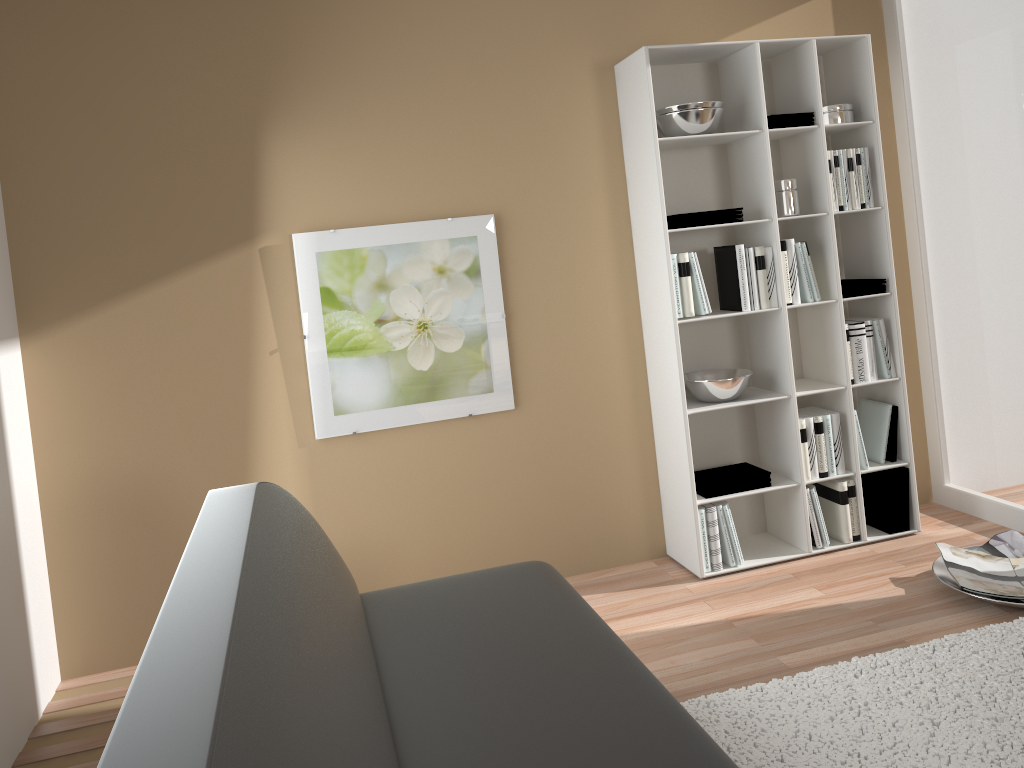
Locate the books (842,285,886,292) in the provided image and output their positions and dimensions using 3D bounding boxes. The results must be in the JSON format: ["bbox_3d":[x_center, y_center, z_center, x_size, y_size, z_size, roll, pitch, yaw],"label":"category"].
[{"bbox_3d":[1.463,-0.422,3.882,0.211,0.006,0.299,-8,8,-13],"label":"books"}]

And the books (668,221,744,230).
[{"bbox_3d":[0.785,-0.661,3.690,0.298,0.007,0.211,-8,8,-14],"label":"books"}]

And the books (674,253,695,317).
[{"bbox_3d":[0.684,-0.411,3.643,0.040,0.257,0.208,-7,4,-13],"label":"books"}]

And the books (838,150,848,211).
[{"bbox_3d":[1.378,-0.874,3.822,0.020,0.257,0.208,-7,4,-13],"label":"books"}]

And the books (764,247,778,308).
[{"bbox_3d":[1.052,-0.453,3.745,0.040,0.250,0.208,-7,4,-13],"label":"books"}]

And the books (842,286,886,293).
[{"bbox_3d":[1.464,-0.416,3.882,0.211,0.006,0.299,-8,8,-13],"label":"books"}]

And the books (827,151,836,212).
[{"bbox_3d":[1.318,-0.864,3.801,0.020,0.257,0.208,-7,4,-13],"label":"books"}]

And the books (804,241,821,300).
[{"bbox_3d":[1.245,-0.487,3.812,0.058,0.257,0.208,-7,4,-13],"label":"books"}]

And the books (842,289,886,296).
[{"bbox_3d":[1.465,-0.406,3.884,0.211,0.006,0.299,-8,8,-13],"label":"books"}]

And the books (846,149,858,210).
[{"bbox_3d":[1.421,-0.879,3.827,0.020,0.257,0.208,-7,4,-13],"label":"books"}]

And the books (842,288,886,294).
[{"bbox_3d":[1.464,-0.412,3.886,0.211,0.006,0.299,-9,8,-15],"label":"books"}]

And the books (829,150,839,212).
[{"bbox_3d":[1.337,-0.868,3.813,0.020,0.257,0.208,-7,4,-13],"label":"books"}]

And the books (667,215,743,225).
[{"bbox_3d":[0.784,-0.684,3.692,0.298,0.006,0.211,-8,8,-14],"label":"books"}]

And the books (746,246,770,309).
[{"bbox_3d":[1.013,-0.450,3.728,0.040,0.257,0.208,-7,4,-13],"label":"books"}]

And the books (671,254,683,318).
[{"bbox_3d":[0.637,-0.405,3.637,0.040,0.257,0.208,-7,4,-13],"label":"books"}]

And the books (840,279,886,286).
[{"bbox_3d":[1.461,-0.448,3.879,0.211,0.006,0.299,-8,8,-13],"label":"books"}]

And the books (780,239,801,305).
[{"bbox_3d":[1.158,-0.482,3.782,0.040,0.275,0.208,-7,4,-13],"label":"books"}]

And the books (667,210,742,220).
[{"bbox_3d":[0.780,-0.706,3.694,0.298,0.008,0.211,-8,8,-14],"label":"books"}]

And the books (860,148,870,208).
[{"bbox_3d":[1.480,-0.889,3.848,0.020,0.257,0.208,-7,4,-13],"label":"books"}]

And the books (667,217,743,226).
[{"bbox_3d":[0.782,-0.678,3.691,0.298,0.006,0.211,-9,8,-15],"label":"books"}]

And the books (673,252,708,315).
[{"bbox_3d":[0.731,-0.418,3.657,0.060,0.259,0.208,-7,4,-13],"label":"books"}]

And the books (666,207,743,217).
[{"bbox_3d":[0.784,-0.716,3.692,0.298,0.006,0.211,-8,8,-14],"label":"books"}]

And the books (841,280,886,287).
[{"bbox_3d":[1.460,-0.443,3.880,0.211,0.007,0.299,-8,8,-13],"label":"books"}]

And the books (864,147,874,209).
[{"bbox_3d":[1.501,-0.892,3.853,0.020,0.257,0.208,-7,4,-13],"label":"books"}]

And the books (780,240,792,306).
[{"bbox_3d":[1.113,-0.473,3.770,0.053,0.271,0.208,-7,4,-13],"label":"books"}]

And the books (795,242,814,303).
[{"bbox_3d":[1.206,-0.480,3.790,0.060,0.259,0.208,-7,4,-13],"label":"books"}]

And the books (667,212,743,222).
[{"bbox_3d":[0.782,-0.694,3.690,0.298,0.006,0.211,-8,8,-12],"label":"books"}]

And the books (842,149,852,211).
[{"bbox_3d":[1.399,-0.877,3.827,0.020,0.257,0.208,-7,4,-13],"label":"books"}]

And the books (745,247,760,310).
[{"bbox_3d":[0.971,-0.444,3.723,0.040,0.257,0.208,-7,4,-13],"label":"books"}]

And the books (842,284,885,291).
[{"bbox_3d":[1.461,-0.428,3.883,0.211,0.006,0.299,-8,8,-12],"label":"books"}]

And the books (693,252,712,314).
[{"bbox_3d":[0.751,-0.423,3.674,0.058,0.257,0.208,-7,4,-13],"label":"books"}]

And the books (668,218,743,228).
[{"bbox_3d":[0.784,-0.672,3.692,0.298,0.006,0.211,-8,8,-14],"label":"books"}]

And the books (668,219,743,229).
[{"bbox_3d":[0.785,-0.667,3.692,0.298,0.006,0.211,-8,8,-14],"label":"books"}]

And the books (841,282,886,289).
[{"bbox_3d":[1.465,-0.434,3.884,0.211,0.008,0.299,-8,8,-14],"label":"books"}]

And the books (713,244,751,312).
[{"bbox_3d":[0.930,-0.447,3.713,0.040,0.274,0.208,-7,4,-13],"label":"books"}]

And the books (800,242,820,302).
[{"bbox_3d":[1.233,-0.481,3.793,0.058,0.257,0.208,-7,4,-13],"label":"books"}]

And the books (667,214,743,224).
[{"bbox_3d":[0.784,-0.689,3.692,0.298,0.006,0.211,-8,8,-14],"label":"books"}]

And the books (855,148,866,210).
[{"bbox_3d":[1.461,-0.886,3.841,0.020,0.257,0.208,-7,4,-13],"label":"books"}]

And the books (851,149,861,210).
[{"bbox_3d":[1.440,-0.883,3.839,0.020,0.257,0.208,-7,4,-13],"label":"books"}]

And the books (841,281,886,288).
[{"bbox_3d":[1.464,-0.439,3.884,0.211,0.008,0.299,-8,8,-14],"label":"books"}]

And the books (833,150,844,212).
[{"bbox_3d":[1.358,-0.871,3.816,0.020,0.257,0.208,-7,4,-13],"label":"books"}]
